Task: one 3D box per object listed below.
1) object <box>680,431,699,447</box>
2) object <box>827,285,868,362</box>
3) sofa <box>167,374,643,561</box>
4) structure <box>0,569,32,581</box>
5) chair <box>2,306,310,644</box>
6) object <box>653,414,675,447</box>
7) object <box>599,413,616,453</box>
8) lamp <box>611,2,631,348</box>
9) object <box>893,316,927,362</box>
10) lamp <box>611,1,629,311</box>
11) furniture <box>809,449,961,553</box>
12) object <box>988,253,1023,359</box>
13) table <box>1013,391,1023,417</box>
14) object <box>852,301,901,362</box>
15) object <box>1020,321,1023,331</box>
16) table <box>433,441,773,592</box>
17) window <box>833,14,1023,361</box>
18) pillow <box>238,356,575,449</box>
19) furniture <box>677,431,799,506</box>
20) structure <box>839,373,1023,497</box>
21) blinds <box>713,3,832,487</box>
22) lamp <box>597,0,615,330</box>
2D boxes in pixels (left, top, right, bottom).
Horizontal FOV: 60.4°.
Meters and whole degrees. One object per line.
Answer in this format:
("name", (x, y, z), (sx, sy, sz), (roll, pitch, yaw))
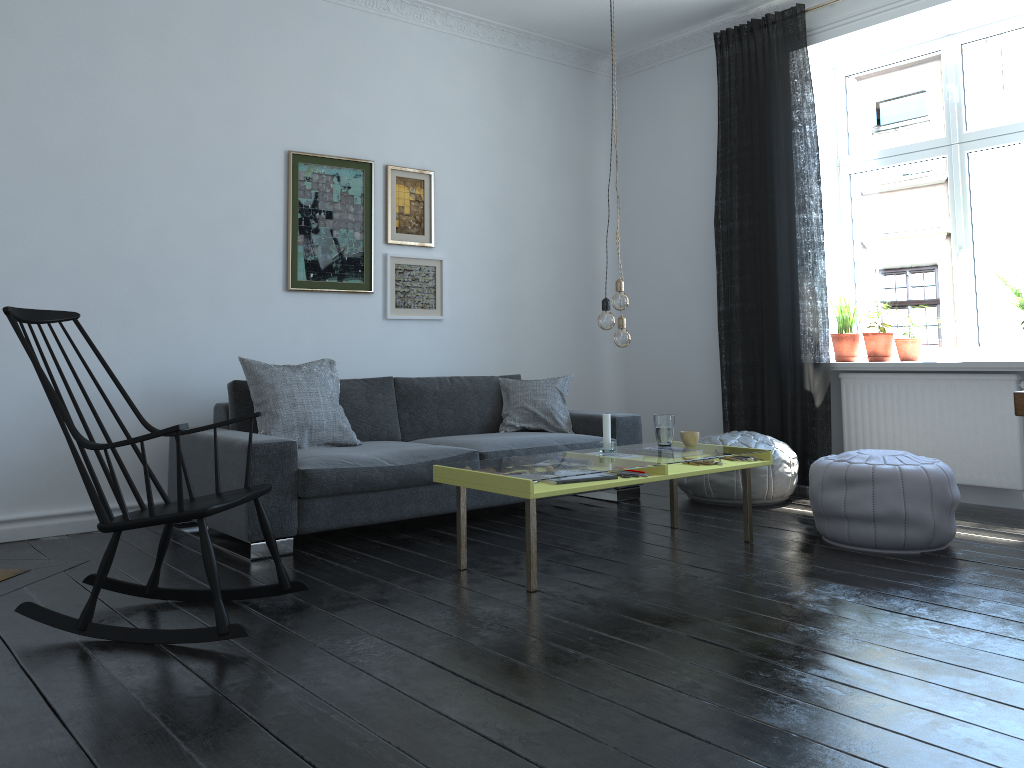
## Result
("object", (0.830, 0.257, 4.105), (0.087, 0.067, 0.086), (-1, -1, -11))
("object", (2.126, -0.390, 5.573), (0.299, 0.504, 0.332), (-3, -4, 34))
("sofa", (-0.476, 0.323, 4.754), (2.370, 0.729, 1.080), (-2, 0, -39))
("structure", (-2.601, -0.697, 3.352), (1.269, 2.918, 0.771), (-1, -5, 6))
("chair", (-1.177, 0.249, 2.862), (0.905, 1.015, 0.608), (-1, -3, 6))
("object", (0.712, 0.217, 4.114), (0.097, 0.147, 0.097), (-1, -3, 12))
("object", (0.419, 0.215, 3.884), (0.074, 0.175, 0.074), (0, -4, -4))
("lamp", (0.462, -0.907, 3.804), (0.074, 1.512, 0.088), (1, -5, -15))
("object", (2.366, -0.271, 5.229), (0.194, 0.280, 0.175), (-2, -3, 18))
("lamp", (0.448, -1.061, 3.776), (0.074, 1.512, 0.073), (-1, -5, 8))
("furniture", (1.640, 0.508, 3.894), (0.609, 0.423, 0.613), (0, -1, -45))
("object", (2.804, -0.407, 4.761), (0.328, 0.571, 0.390), (-2, -3, 15))
("table", (2.495, 0.357, 2.565), (2.224, 0.722, 1.014), (-2, 0, -39))
("object", (2.253, -0.322, 5.402), (0.234, 0.373, 0.256), (1, -3, -27))
("object", (2.813, -0.266, 4.560), (0.285, 0.297, 0.283), (1, -2, -34))
("table", (0.422, 0.508, 3.677), (1.399, 0.402, 0.598), (-2, 0, -39))
("window", (2.670, -1.134, 5.274), (0.107, 2.005, 1.561), (3, -4, -39))
("pillow", (-0.494, 0.082, 4.899), (2.053, 0.496, 0.476), (-2, -1, -34))
("furniture", (1.285, 0.469, 5.056), (0.678, 0.385, 0.677), (-1, 0, -39))
("structure", (2.337, 0.255, 4.921), (0.073, 0.633, 1.061), (3, -3, -39))
("blinds", (1.604, -0.871, 5.600), (0.112, 3.002, 0.799), (4, -6, -40))
("lamp", (0.392, -0.977, 3.737), (0.086, 1.512, 0.073), (-2, -5, 12))
